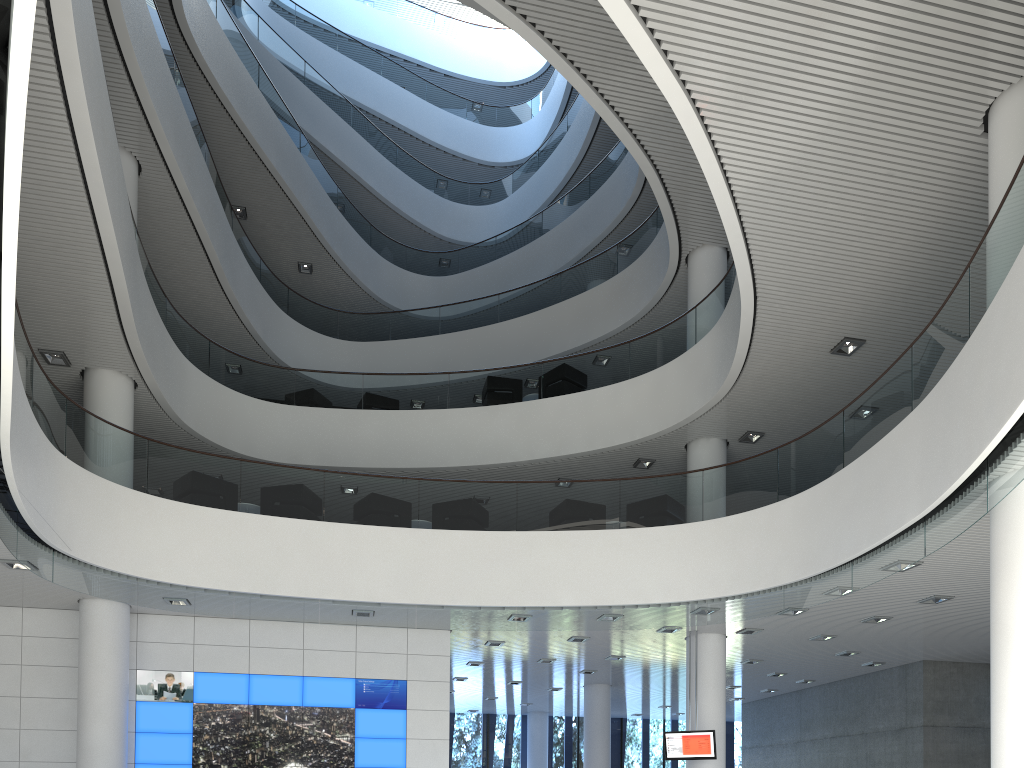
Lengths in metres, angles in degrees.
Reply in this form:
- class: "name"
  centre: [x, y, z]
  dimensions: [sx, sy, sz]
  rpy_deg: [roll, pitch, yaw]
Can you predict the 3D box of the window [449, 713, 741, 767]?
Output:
- class: "window"
  centre: [-0.250, 8.419, 17.026]
  dimensions: [18.237, 2.850, 0.079]
  rpy_deg: [7, -2, -12]
